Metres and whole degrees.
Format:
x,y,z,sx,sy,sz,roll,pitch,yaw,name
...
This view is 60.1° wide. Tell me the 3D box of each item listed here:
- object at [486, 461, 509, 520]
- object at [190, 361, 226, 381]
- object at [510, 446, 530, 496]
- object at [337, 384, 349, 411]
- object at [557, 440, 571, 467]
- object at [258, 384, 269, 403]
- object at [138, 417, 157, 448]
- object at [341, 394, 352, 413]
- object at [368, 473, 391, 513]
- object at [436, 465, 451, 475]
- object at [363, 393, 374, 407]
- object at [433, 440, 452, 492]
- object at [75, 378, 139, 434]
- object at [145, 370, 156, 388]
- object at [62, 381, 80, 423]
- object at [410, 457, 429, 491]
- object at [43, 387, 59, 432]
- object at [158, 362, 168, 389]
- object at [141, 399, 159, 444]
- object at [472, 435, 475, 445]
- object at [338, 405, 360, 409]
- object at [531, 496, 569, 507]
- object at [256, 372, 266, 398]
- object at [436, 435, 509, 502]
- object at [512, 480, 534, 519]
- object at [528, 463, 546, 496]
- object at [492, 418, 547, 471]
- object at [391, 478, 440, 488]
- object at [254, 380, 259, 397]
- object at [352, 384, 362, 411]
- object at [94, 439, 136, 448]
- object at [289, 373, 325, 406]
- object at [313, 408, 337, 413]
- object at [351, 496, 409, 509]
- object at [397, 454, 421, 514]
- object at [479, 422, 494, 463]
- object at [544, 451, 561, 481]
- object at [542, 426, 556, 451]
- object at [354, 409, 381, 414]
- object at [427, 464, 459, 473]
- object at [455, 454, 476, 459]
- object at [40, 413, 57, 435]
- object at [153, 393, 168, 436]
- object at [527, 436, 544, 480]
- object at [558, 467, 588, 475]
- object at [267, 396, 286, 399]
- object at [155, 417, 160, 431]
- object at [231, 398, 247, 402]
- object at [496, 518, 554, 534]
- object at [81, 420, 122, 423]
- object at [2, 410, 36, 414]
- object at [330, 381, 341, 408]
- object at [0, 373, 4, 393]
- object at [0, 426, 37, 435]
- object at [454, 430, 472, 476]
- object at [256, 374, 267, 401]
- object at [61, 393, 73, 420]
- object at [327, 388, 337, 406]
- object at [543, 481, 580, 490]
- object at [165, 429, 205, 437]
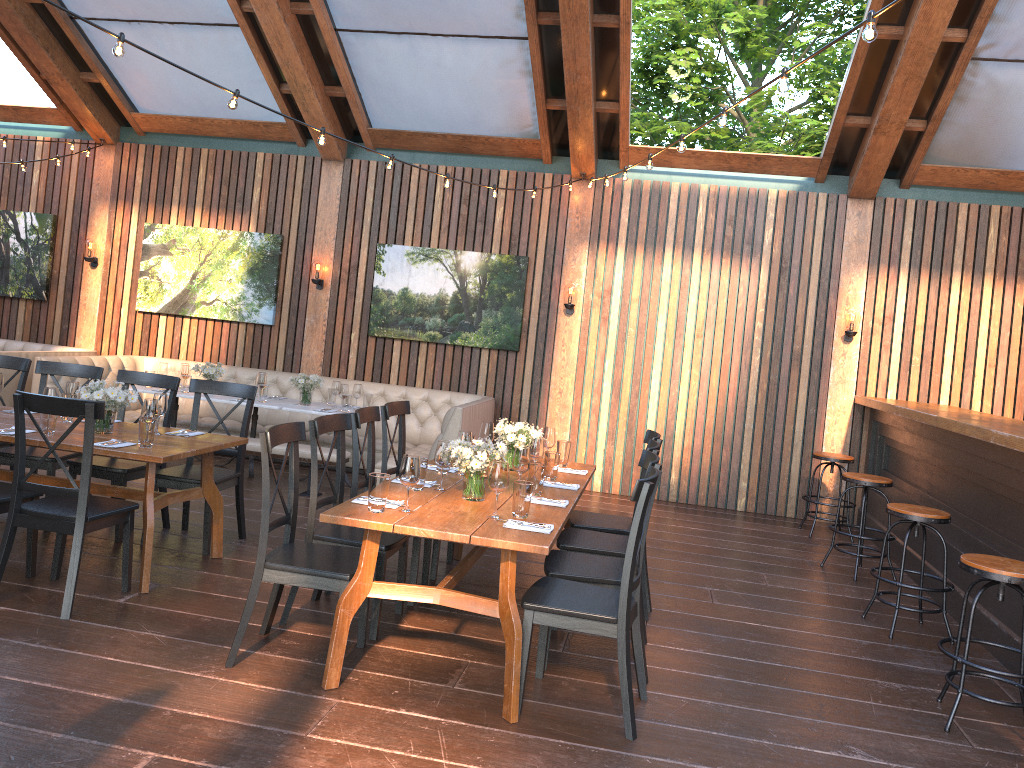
x,y,z,sx,sy,sz,roll,pitch,yaw,name
-0.062,0.466,3.886,0.092,0.244,0.092,6,0,-38,object
-2.855,-0.067,8.383,0.337,0.309,0.328,7,2,32,object
0.043,0.441,4.480,0.092,0.244,0.092,6,0,-38,object
-1.535,0.123,8.040,0.092,0.244,0.092,6,0,-38,object
0.326,0.444,5.644,0.092,0.158,0.091,6,1,36,object
-2.272,0.088,8.076,0.092,0.158,0.092,6,1,-4,object
-1.963,0.260,4.755,0.092,0.158,0.091,6,1,36,object
-1.490,0.177,7.942,0.092,0.158,0.092,6,1,-4,object
-0.569,0.464,3.762,0.092,0.158,0.091,6,1,36,object
-0.375,0.418,4.873,0.092,0.158,0.091,6,1,36,object
-1.347,0.172,8.264,0.092,0.158,0.092,6,1,-4,object
-0.344,0.406,4.400,0.092,0.244,0.092,6,0,-38,object
-2.329,0.127,5.081,0.335,0.309,0.330,5,2,-23,object
-3.409,-0.045,8.320,0.092,0.158,0.092,6,1,-4,object
-2.663,0.109,5.346,0.092,0.244,0.092,6,0,-38,object
-0.460,0.441,4.337,0.092,0.158,0.091,6,1,36,object
-2.579,0.143,4.934,0.092,0.244,0.092,6,0,-38,object
-3.307,-0.080,8.369,0.092,0.244,0.092,6,0,-32,object
-2.000,0.206,4.874,0.092,0.244,0.092,6,0,-38,object
-0.279,0.393,5.453,0.092,0.158,0.091,6,1,36,object
-1.553,0.212,8.423,0.157,0.019,0.255,6,3,10,object
0.152,0.572,4.375,0.255,0.019,0.157,7,3,10,object
-2.392,0.011,8.434,0.092,0.244,0.092,6,0,-38,object
-0.184,0.398,4.259,0.330,0.309,0.335,7,2,42,object
0.044,0.516,3.954,0.092,0.158,0.091,6,1,36,object
0.123,0.490,4.535,0.092,0.158,0.091,6,1,36,object
0.013,0.357,5.293,0.328,0.309,0.337,5,2,-25,object
-0.477,0.499,4.515,0.255,0.019,0.157,7,3,10,object
-2.446,0.043,8.531,0.092,0.158,0.092,6,1,-4,object
-1.440,0.122,8.215,0.092,0.244,0.092,6,0,-38,object
-2.124,0.314,4.743,0.157,0.019,0.255,6,3,10,object
-1.918,0.039,8.239,0.335,0.309,0.330,5,2,-16,object
-1.662,0.230,7.921,0.157,0.019,0.255,6,3,10,object
-0.573,0.523,3.936,0.255,0.019,0.157,7,3,10,object
-0.445,0.430,3.820,0.092,0.244,0.092,6,0,-38,object
-0.161,0.360,5.489,0.092,0.244,0.092,6,0,-38,object
0.225,0.469,5.060,0.092,0.158,0.091,6,1,36,object
0.226,0.395,5.578,0.092,0.244,0.092,6,0,-38,object
-1.333,0.254,8.098,0.255,0.019,0.157,7,3,10,object
-0.390,0.477,5.035,0.255,0.019,0.157,7,3,10,object
-0.294,0.453,5.599,0.255,0.019,0.157,7,3,10,object
-2.535,0.196,4.835,0.092,0.158,0.091,6,1,36,object
-2.083,0.177,5.219,0.092,0.244,0.092,6,0,-38,object
0.132,0.420,4.999,0.092,0.244,0.092,6,0,-38,object
0.340,0.527,5.456,0.255,0.019,0.157,7,3,10,object
-2.288,0.128,8.552,0.157,0.019,0.255,6,3,10,object
-2.156,0.208,5.303,0.092,0.158,0.091,6,1,36,object
-2.443,0.141,8.055,0.157,0.019,0.255,6,3,10,object
0.050,0.598,3.773,0.255,0.019,0.157,7,3,10,object
-2.557,0.226,5.478,0.157,0.019,0.255,6,3,10,object
-3.075,0.168,5.552,0.157,0.019,0.255,6,3,10,object
-1.657,0.095,8.305,0.092,0.244,0.092,6,0,-38,object
-3.170,0.053,5.417,0.092,0.244,0.092,6,0,-38,object
-2.706,0.250,4.814,0.157,0.019,0.255,6,3,10,object
-0.270,0.383,4.908,0.092,0.244,0.092,6,0,-38,object
-2.316,0.034,8.174,0.092,0.244,0.092,6,0,-38,object
-2.731,0.140,5.445,0.092,0.158,0.091,6,1,36,object
-1.710,0.126,8.402,0.092,0.158,0.092,6,1,-4,object
0.247,0.551,4.889,0.255,0.019,0.157,7,3,10,object
-1.982,0.293,5.340,0.157,0.019,0.255,6,3,10,object
